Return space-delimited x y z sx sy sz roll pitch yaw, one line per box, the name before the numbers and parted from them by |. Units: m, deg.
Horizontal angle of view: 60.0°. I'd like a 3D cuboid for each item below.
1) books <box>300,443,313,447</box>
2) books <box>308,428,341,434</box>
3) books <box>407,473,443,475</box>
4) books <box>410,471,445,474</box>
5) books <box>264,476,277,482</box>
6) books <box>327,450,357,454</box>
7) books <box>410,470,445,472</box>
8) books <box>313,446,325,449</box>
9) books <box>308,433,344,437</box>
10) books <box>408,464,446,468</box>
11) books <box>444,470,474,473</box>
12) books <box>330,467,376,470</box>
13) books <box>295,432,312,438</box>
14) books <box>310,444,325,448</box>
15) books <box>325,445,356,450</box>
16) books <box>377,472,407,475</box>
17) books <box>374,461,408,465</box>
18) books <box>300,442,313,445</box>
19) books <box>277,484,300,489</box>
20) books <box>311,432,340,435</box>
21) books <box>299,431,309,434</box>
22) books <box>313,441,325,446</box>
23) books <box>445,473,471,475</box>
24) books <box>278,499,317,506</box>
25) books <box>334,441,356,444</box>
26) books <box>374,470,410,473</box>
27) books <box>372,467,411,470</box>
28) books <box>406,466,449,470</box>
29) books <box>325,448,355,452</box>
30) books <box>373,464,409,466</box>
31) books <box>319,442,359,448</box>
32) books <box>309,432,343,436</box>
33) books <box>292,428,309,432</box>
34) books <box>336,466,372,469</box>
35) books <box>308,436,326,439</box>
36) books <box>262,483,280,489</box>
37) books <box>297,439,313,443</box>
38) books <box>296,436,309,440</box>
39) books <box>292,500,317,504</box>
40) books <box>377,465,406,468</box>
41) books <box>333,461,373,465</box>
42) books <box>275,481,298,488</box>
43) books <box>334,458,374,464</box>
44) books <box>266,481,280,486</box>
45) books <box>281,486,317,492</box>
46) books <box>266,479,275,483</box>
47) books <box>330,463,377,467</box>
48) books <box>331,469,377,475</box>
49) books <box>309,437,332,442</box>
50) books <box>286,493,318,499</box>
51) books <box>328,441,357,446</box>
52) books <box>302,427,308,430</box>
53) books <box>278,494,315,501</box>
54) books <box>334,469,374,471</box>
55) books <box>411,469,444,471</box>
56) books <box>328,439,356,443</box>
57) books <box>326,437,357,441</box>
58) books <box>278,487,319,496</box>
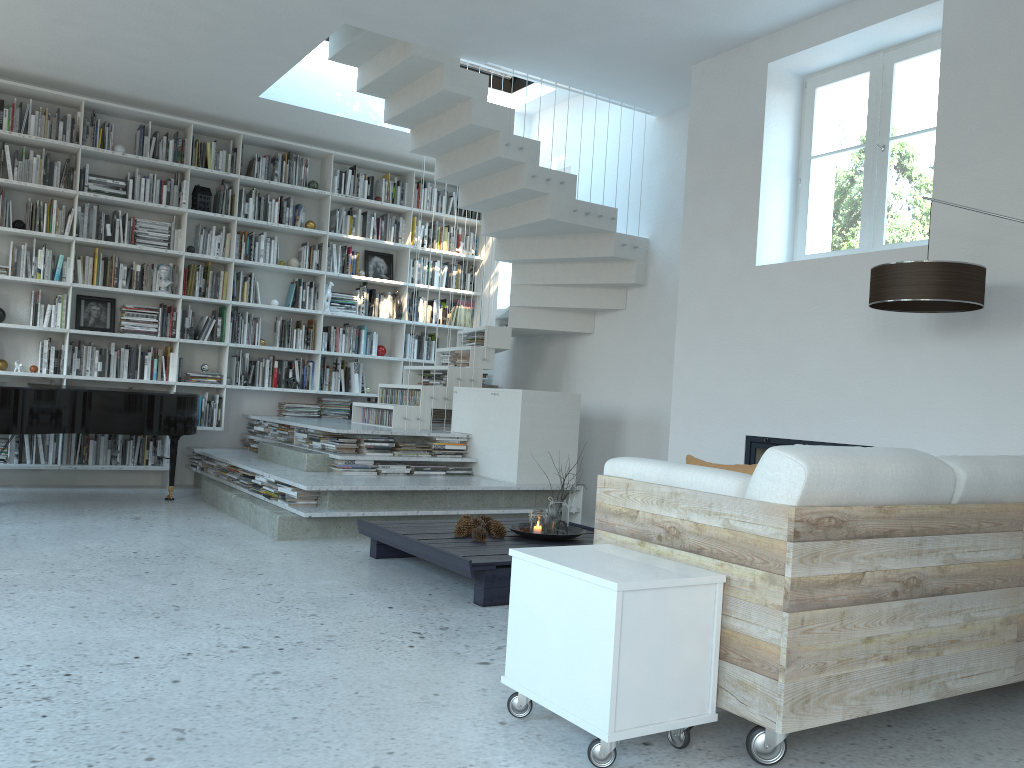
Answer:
books | -1.564 0.478 6.948 0.132 0.016 0.262 4 -1 -28
books | -1.414 0.355 6.677 0.189 0.022 0.237 4 -1 -28
books | -0.657 0.665 6.597 0.250 0.009 0.144 4 -1 -34
books | -0.645 0.652 6.580 0.250 0.018 0.177 4 -1 -30
books | -1.532 0.633 5.927 0.182 0.016 0.256 4 -1 -30
books | -1.242 0.491 6.463 0.144 0.009 0.249 4 -1 -33
books | -0.647 0.640 6.585 0.254 0.005 0.161 4 -1 -37
books | -1.402 0.481 6.689 0.142 0.020 0.230 4 -1 -28
books | -1.405 0.388 6.684 0.168 0.013 0.281 4 -1 -36
books | -0.652 0.607 6.582 0.275 0.009 0.176 4 -1 -33
books | -0.430 0.662 6.738 0.234 0.017 0.151 4 -1 -32
books | -1.126 0.600 6.281 0.285 0.008 0.159 4 -1 -35
books | -1.571 0.403 6.941 0.174 0.029 0.250 4 -1 -35
books | -1.404 0.468 6.687 0.154 0.007 0.292 4 -1 -30
books | -1.249 0.464 6.458 0.152 0.015 0.208 4 -1 -36
books | -0.892 0.644 6.439 0.208 0.015 0.152 4 -1 -35
books | -0.890 0.576 6.442 0.220 0.013 0.149 4 -1 -34
books | -1.555 0.464 6.953 0.136 0.013 0.258 4 -1 -33
books | -1.368 0.653 5.671 0.176 0.010 0.266 4 -1 -37
books | -1.403 0.371 6.685 0.170 0.008 0.208 4 -1 -30
books | -1.561 0.381 6.947 0.145 0.017 0.208 4 -1 -38
books | -1.399 0.450 6.690 0.155 0.028 0.189 4 -1 -32
books | -0.430 0.676 6.736 0.179 0.010 0.160 4 -1 -33
books | -1.374 0.759 5.671 0.184 0.017 0.230 4 -1 -31
books | -1.218 0.423 6.476 0.091 0.011 0.190 4 -1 -35
books | -0.883 0.628 6.427 0.232 0.019 0.169 4 -1 -38
books | -0.888 0.612 6.436 0.273 0.012 0.158 4 -1 -35
books | -0.641 0.620 6.578 0.287 0.018 0.190 4 -1 -34
books | -1.255 0.478 6.454 0.161 0.014 0.212 4 -1 -29
books | -0.889 0.585 6.440 0.242 0.005 0.152 4 -1 -32
books | -1.259 0.444 6.451 0.185 0.014 0.297 4 -1 -34
books | -1.403 0.378 6.685 0.171 0.007 0.260 4 -1 -35
books | -1.580 0.364 6.934 0.192 0.014 0.256 4 -1 -37
books | -1.122 0.586 6.276 0.210 0.012 0.168 4 -1 -29
books | -1.408 0.405 6.683 0.187 0.009 0.250 4 -1 -33
books | -1.533 0.680 5.928 0.168 0.013 0.281 4 -1 -38
books | -1.568 0.445 6.944 0.167 0.024 0.192 4 -1 -32
books | -1.577 0.424 6.938 0.178 0.015 0.187 4 -1 -28
books | -1.348 0.745 5.687 0.132 0.014 0.205 4 -1 -33
books | -0.893 0.596 6.445 0.211 0.018 0.134 4 -1 -30
books | -1.129 0.562 6.290 0.257 0.010 0.132 4 -1 -29
books | -1.374 0.641 5.667 0.192 0.014 0.256 4 -1 -37
books | -1.121 0.545 6.278 0.234 0.025 0.157 4 -1 -38
books | -1.525 0.663 5.932 0.175 0.006 0.251 4 -1 -33
books | -1.363 0.666 5.675 0.165 0.015 0.243 4 -1 -29
books | -1.532 0.646 5.927 0.178 0.010 0.196 4 -1 -28
books | -1.123 0.574 6.279 0.292 0.012 0.159 4 -1 -30
books | -1.117 0.622 6.265 0.262 0.023 0.200 4 -1 -35
books | -1.405 0.422 6.685 0.177 0.026 0.230 4 -1 -33
books | -1.349 0.711 5.685 0.137 0.019 0.224 4 -1 -32
books | -1.237 0.433 6.464 0.137 0.012 0.242 4 -1 -32
books | -1.553 0.352 6.951 0.134 0.014 0.181 4 -1 -28
books | -1.377 0.727 5.668 0.187 0.017 0.205 4 -1 -28
books | -1.127 0.607 6.281 0.264 0.006 0.164 4 -1 -32
books | -0.656 0.633 6.600 0.273 0.009 0.129 4 -1 -30
books | -1.240 0.411 6.462 0.132 0.009 0.269 4 -1 -29
books | -1.242 0.400 6.460 0.149 0.014 0.228 4 -1 -35
books | -1.365 0.687 5.675 0.156 0.027 0.287 4 -1 -38
